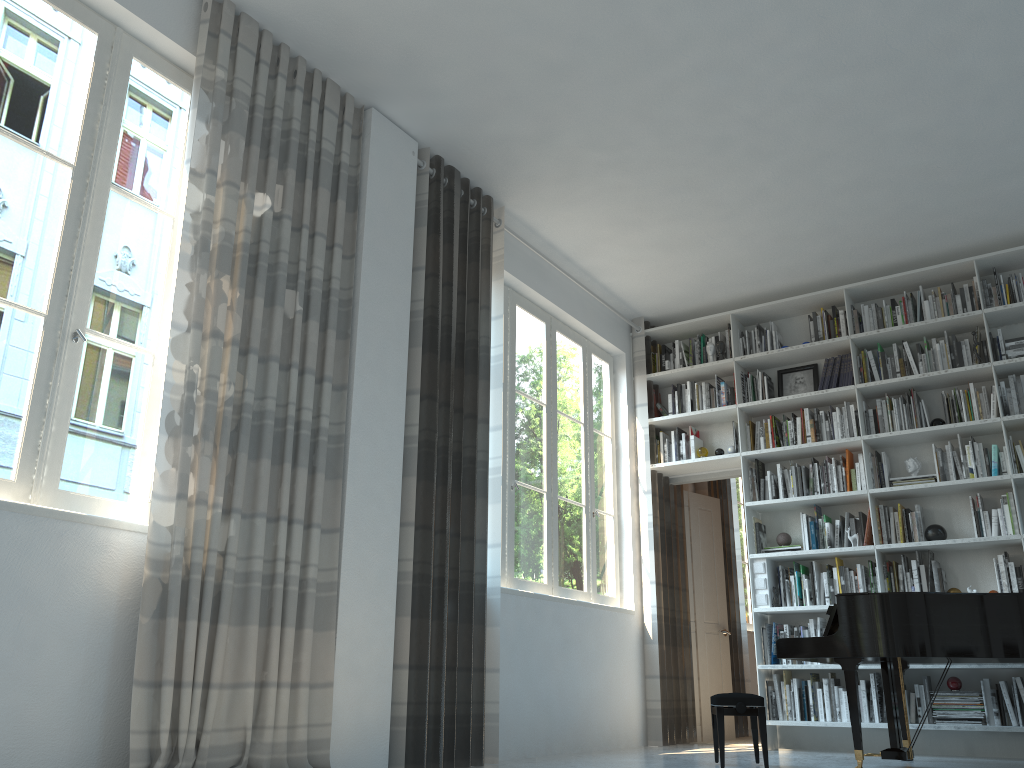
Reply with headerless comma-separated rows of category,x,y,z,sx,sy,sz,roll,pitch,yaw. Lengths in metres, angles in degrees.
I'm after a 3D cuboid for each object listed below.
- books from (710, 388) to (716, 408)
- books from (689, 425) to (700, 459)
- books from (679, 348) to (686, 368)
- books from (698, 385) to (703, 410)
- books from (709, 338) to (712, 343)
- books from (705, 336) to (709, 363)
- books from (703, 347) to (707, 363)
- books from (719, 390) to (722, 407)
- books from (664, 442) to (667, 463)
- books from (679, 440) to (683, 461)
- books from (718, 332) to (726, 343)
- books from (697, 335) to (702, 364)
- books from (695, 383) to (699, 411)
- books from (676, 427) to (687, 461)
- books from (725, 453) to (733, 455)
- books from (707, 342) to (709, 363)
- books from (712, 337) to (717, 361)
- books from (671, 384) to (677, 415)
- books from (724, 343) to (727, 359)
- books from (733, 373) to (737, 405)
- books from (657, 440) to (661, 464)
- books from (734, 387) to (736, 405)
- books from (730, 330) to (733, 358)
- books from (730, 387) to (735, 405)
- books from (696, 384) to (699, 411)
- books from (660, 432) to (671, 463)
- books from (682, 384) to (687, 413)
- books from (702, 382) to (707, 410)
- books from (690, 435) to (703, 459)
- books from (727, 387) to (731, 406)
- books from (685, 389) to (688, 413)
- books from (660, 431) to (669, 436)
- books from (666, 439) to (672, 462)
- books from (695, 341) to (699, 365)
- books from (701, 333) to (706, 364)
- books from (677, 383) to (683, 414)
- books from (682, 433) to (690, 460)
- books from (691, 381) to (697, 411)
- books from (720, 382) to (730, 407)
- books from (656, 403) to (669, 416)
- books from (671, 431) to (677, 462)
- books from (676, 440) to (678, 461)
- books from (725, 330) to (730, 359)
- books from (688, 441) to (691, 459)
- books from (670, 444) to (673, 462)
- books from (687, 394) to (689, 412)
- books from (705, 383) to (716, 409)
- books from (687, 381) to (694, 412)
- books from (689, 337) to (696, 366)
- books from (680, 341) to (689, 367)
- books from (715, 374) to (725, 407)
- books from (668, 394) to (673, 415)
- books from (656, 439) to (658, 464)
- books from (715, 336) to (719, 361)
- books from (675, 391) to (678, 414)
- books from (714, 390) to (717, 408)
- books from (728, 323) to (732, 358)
books,1.583,0.151,6.873,0.028,0.211,0.139,-11,-22,31
books,1.417,0.486,6.860,0.013,0.297,0.179,-11,-22,31
books,1.385,-0.161,7.085,0.030,0.205,0.176,-11,-22,31
books,1.498,0.147,6.912,0.022,0.243,0.174,-11,-22,31
books,1.594,-0.219,6.968,0.025,0.243,0.168,-11,-22,31
books,1.569,-0.224,7.005,0.013,0.274,0.159,-11,-22,31
books,1.549,-0.181,6.995,0.024,0.186,0.160,-11,-22,31
books,1.642,0.153,6.831,0.031,0.182,0.151,-11,-22,31
books,1.240,0.572,6.959,0.029,0.196,0.161,-11,-22,31
books,1.349,0.549,6.882,0.024,0.192,0.181,-11,-22,31
books,1.661,-0.249,6.955,0.013,0.291,0.155,-11,-22,31
books,1.510,-0.228,7.039,0.014,0.303,0.146,-11,-22,31
books,1.474,0.141,6.931,0.013,0.267,0.162,-11,-22,31
books,1.326,0.499,6.897,0.013,0.296,0.187,-11,-22,31
books,1.576,0.569,6.732,0.285,0.012,0.160,-13,-23,33
books,1.582,-0.204,6.988,0.021,0.225,0.157,-11,-22,31
books,1.619,-0.225,6.965,0.021,0.252,0.179,-11,-22,31
books,1.312,0.166,7.050,0.012,0.295,0.163,-11,-22,31
books,1.694,-0.208,6.910,0.028,0.184,0.168,-11,-22,31
books,1.740,0.078,6.781,0.014,0.293,0.173,-11,-22,31
books,1.188,0.568,6.986,0.013,0.221,0.163,-11,-22,31
books,1.735,0.111,6.789,0.014,0.235,0.144,-11,-22,31
books,1.747,-0.265,6.846,0.024,0.251,0.235,-11,-22,31
books,1.710,0.133,6.780,0.026,0.187,0.154,-11,-22,31
books,1.484,0.148,6.922,0.012,0.248,0.192,-11,-22,31
books,1.214,0.535,6.979,0.023,0.280,0.171,-11,-22,31
books,1.388,0.155,7.005,0.028,0.287,0.133,-11,-22,31
books,1.526,0.133,6.896,0.025,0.260,0.167,-11,-22,31
books,1.427,0.520,6.824,0.029,0.210,0.187,-11,-22,31
books,1.695,0.138,6.807,0.029,0.195,0.146,-11,-22,31
books,1.409,0.174,6.984,0.024,0.238,0.156,-11,-22,31
books,1.212,0.534,7.010,0.013,0.301,0.135,-11,-22,31
books,1.251,0.556,6.946,0.010,0.219,0.181,-11,-22,31
books,1.499,-0.198,7.054,0.030,0.256,0.130,-11,-22,31
books,1.533,-0.233,7.038,0.029,0.313,0.129,-11,-22,31
books,1.355,0.156,7.000,0.023,0.281,0.186,-11,-22,31
books,1.367,0.517,6.857,0.021,0.236,0.189,-11,-22,31
books,1.458,0.136,6.955,0.037,0.290,0.156,-11,-22,31
books,1.655,0.119,6.805,0.029,0.228,0.191,-11,-22,31
books,1.231,0.242,7.090,0.121,0.175,0.130,-11,-22,31
books,1.294,0.521,6.939,0.022,0.280,0.157,-11,-22,31
books,1.322,0.554,6.930,0.023,0.213,0.141,-11,-22,31
books,1.715,-0.260,6.912,0.022,0.285,0.175,-11,-22,31
books,1.410,0.546,6.869,0.029,0.190,0.135,-11,-22,31
books,1.281,0.576,6.950,0.029,0.184,0.135,-11,-22,31
books,1.418,0.182,6.962,0.010,0.208,0.165,-11,-22,31
books,1.549,0.133,6.879,0.030,0.250,0.166,-11,-22,31
books,1.423,0.139,6.953,0.021,0.285,0.179,-11,-22,31
books,1.460,-0.209,7.062,0.039,0.281,0.182,-11,-22,31
books,1.411,-0.196,7.071,0.057,0.261,0.191,-11,-22,31
books,1.616,0.095,6.849,0.012,0.302,0.189,-11,-22,31
books,1.291,0.206,7.047,0.034,0.217,0.166,-11,-22,31
books,1.176,0.567,6.993,0.013,0.227,0.179,-11,-22,31
books,1.638,-0.233,6.951,0.027,0.258,0.147,-11,-22,31
books,1.338,0.187,7.007,0.023,0.227,0.172,-11,-22,31
books,1.612,0.155,6.862,0.029,0.197,0.144,-11,-22,31
books,1.727,-0.289,6.907,0.014,0.336,0.168,-11,-22,31
